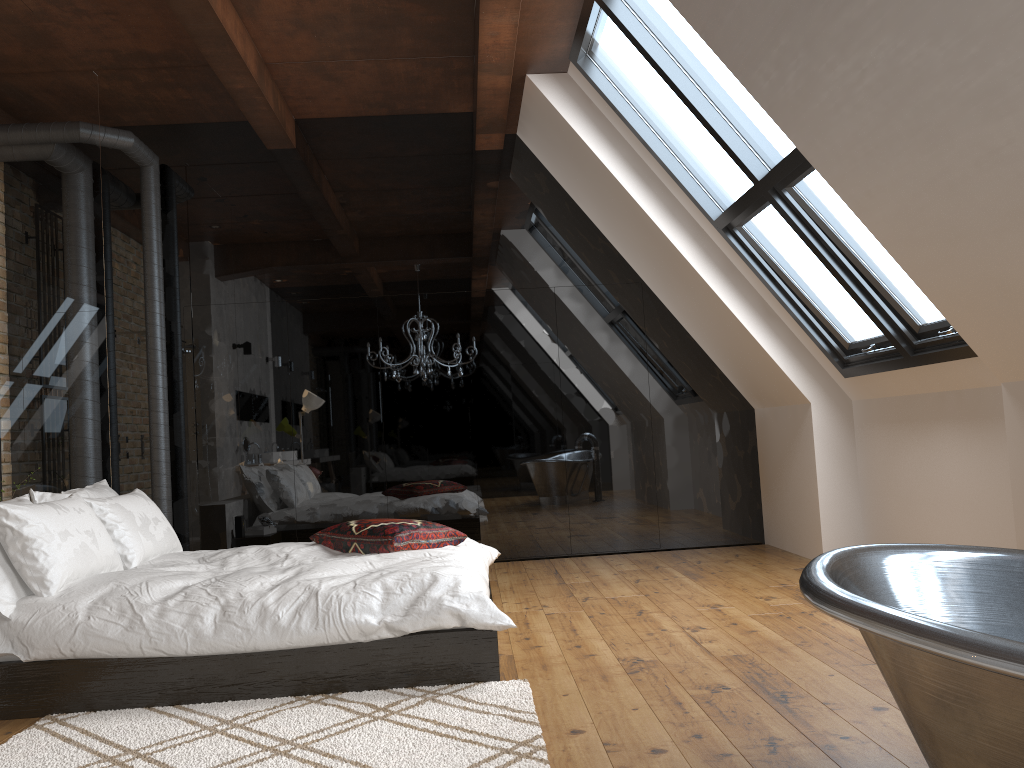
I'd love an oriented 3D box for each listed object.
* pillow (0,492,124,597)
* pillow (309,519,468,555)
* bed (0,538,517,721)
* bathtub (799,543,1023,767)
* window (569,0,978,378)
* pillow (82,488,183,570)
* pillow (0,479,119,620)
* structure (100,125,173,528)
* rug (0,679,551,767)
[{"bbox_3d":[-1.879,0.661,3.688,0.276,0.397,0.744,-3,-3,-3],"label":"pillow"},{"bbox_3d":[-0.624,0.757,4.442,0.453,0.157,0.748,0,-5,-43],"label":"pillow"},{"bbox_3d":[-1.104,1.006,4.270,2.169,0.442,2.300,-3,-3,-3],"label":"bed"},{"bbox_3d":[1.219,0.581,1.274,0.872,0.652,1.811,-1,-4,-30],"label":"bathtub"},{"bbox_3d":[1.295,-1.124,4.547,1.702,2.162,1.713,-3,-3,-3],"label":"window"},{"bbox_3d":[-1.920,0.734,4.478,0.291,0.385,0.748,-3,-3,-3],"label":"pillow"},{"bbox_3d":[-2.066,0.703,4.084,0.358,0.517,1.746,-3,-3,-4],"label":"pillow"},{"bbox_3d":[-3.021,-0.128,5.957,1.189,3.140,0.829,-3,-3,-3],"label":"structure"},{"bbox_3d":[-0.727,1.040,1.662,1.726,0.019,3.139,-3,-3,-3],"label":"rug"}]
